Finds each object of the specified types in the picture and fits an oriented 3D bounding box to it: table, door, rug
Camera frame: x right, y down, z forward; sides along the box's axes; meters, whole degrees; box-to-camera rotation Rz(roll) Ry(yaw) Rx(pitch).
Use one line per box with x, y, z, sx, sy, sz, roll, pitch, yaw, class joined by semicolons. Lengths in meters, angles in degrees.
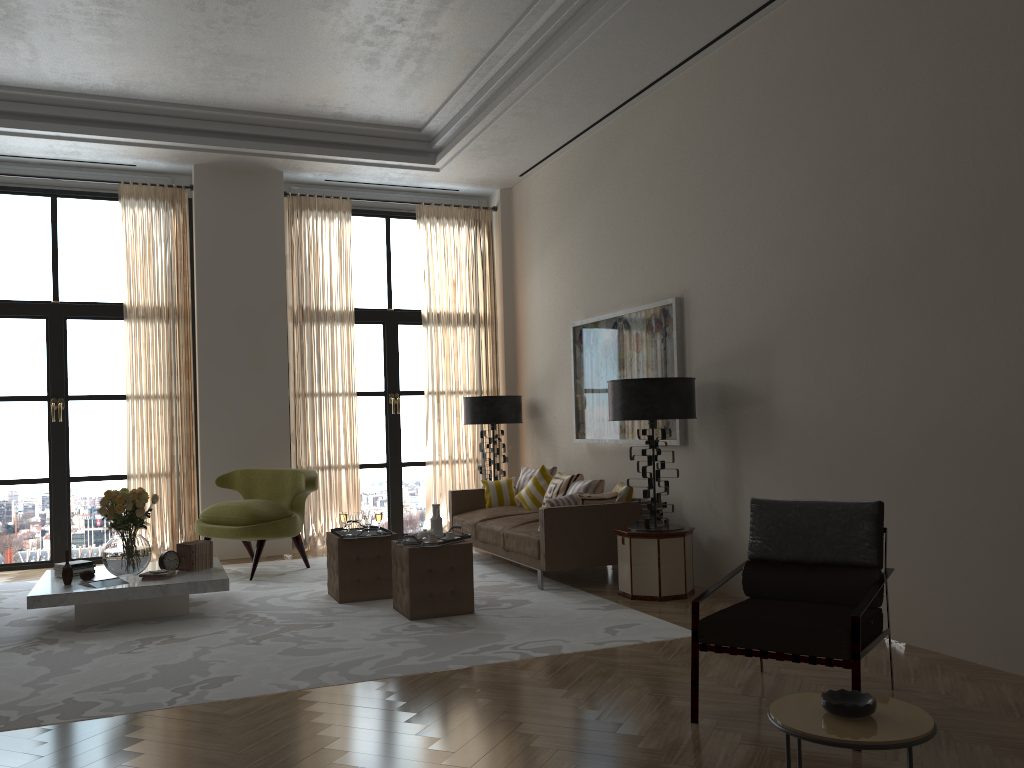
1.252;1.489;3.265;0.584;0.547;0.584;-2;-2;17;table
-3.513;1.938;8.237;1.583;0.343;1.502;-1;-3;-22;table
-5.692;-0.079;11.137;3.257;4.765;0.240;-1;-1;-22;door
-1.715;-0.119;12.757;3.085;4.765;0.240;-1;-1;-22;door
-2.187;2.042;8.333;5.517;0.065;5.736;-1;-3;-22;rug

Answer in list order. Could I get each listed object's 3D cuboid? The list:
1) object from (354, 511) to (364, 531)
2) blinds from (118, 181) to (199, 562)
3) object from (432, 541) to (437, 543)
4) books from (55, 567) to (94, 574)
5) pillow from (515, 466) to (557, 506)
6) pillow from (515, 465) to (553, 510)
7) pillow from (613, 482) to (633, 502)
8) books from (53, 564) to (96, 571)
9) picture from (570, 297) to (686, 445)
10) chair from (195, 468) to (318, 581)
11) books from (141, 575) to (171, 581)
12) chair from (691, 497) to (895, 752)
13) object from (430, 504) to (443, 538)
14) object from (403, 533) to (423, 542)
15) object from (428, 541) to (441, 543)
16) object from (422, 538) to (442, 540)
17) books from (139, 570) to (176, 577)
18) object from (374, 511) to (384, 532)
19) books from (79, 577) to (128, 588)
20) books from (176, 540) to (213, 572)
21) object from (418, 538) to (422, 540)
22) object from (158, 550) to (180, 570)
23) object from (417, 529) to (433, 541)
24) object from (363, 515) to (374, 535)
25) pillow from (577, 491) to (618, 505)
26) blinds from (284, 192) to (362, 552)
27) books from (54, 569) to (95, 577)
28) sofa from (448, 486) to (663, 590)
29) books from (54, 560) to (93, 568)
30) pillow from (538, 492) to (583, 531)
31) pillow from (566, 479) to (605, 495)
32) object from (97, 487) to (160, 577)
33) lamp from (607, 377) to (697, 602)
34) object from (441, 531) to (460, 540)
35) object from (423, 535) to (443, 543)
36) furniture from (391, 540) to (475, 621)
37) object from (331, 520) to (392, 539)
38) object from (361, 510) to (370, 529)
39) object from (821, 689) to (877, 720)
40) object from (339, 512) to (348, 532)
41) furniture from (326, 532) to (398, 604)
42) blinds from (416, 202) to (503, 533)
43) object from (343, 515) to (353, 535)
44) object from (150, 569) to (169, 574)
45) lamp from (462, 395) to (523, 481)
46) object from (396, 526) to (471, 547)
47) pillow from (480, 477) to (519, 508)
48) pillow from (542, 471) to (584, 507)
-1.516;1.363;8.790;0.098;0.191;0.098;-1;-1;-22;object
-4.526;-0.114;11.369;0.873;4.872;0.418;-1;-1;-19;blinds
-0.663;1.360;7.588;0.053;0.025;0.049;-1;-2;-20;object
-4.070;1.729;8.242;0.207;0.024;0.262;-3;-3;31;books
0.277;1.345;11.357;0.355;0.576;0.624;0;-2;-43;pillow
0.353;1.309;10.960;0.767;0.617;0.355;-2;-1;22;pillow
1.111;1.283;9.304;0.296;0.475;0.516;-2;-2;-1;pillow
-4.073;1.705;8.255;0.230;0.024;0.280;-3;-3;33;books
1.231;-0.070;9.889;0.080;1.480;2.269;-1;-2;-24;picture
-3.066;1.617;10.353;1.791;1.213;1.029;-3;-2;35;chair
-3.204;1.736;7.993;0.197;0.024;0.256;-1;-3;-5;books
1.625;1.257;5.036;0.877;1.135;1.134;-3;-2;33;chair
-0.688;1.244;8.048;0.113;0.305;0.125;-2;-1;15;object
-0.865;1.341;7.748;0.176;0.067;0.176;-4;-3;43;object
-0.680;1.364;7.619;0.187;0.015;0.041;0;-3;-36;object
-0.707;1.359;7.783;0.186;0.026;0.041;-1;-2;-14;object
-3.195;1.712;7.998;0.255;0.026;0.202;-2;-2;3;books
-1.308;1.353;8.714;0.098;0.191;0.098;-2;-1;4;object
-3.577;1.730;7.759;0.384;0.038;0.281;-4;-3;40;books
-3.020;1.632;8.438;0.210;0.264;0.282;-2;-2;28;books
-0.810;1.357;7.711;0.052;0.027;0.080;-3;-3;25;object
-3.189;1.655;8.256;0.082;0.209;0.204;-2;-2;29;object
-0.777;1.340;7.913;0.176;0.105;0.136;-1;-2;-26;object
-1.358;1.341;8.390;0.098;0.191;0.098;-1;-1;-22;object
0.836;1.314;9.096;0.464;0.412;0.304;-1;-2;-24;pillow
-2.584;-0.133;12.162;0.959;4.872;0.419;-1;-1;-20;blinds
-4.070;1.759;8.254;0.207;0.035;0.280;-3;-3;35;books
0.364;1.684;10.199;1.351;0.819;2.982;-1;-3;-22;sofa
-4.077;1.677;8.246;0.207;0.030;0.260;-3;-3;35;books
0.483;1.316;8.991;0.498;0.428;0.327;0;-2;-34;pillow
0.792;1.362;10.111;0.371;0.565;0.660;-1;-2;-27;pillow
-3.526;1.367;8.183;0.539;0.821;0.627;-1;-2;-27;object
1.343;0.968;8.366;0.829;2.017;0.830;-1;-1;-22;lamp
-0.550;1.353;7.905;0.176;0.067;0.176;-1;-3;-23;object
-0.685;1.345;7.686;0.176;0.067;0.176;-1;-2;-20;object
-0.707;1.704;7.845;0.613;0.616;0.614;-1;-2;-22;furniture
-1.475;1.414;8.650;0.491;0.092;0.803;-1;-3;-22;object
-1.471;1.367;8.926;0.098;0.191;0.098;-2;-1;25;object
1.242;1.185;3.272;0.193;0.064;0.193;-2;-2;0;object
-1.671;1.368;8.805;0.098;0.191;0.098;-1;-2;-39;object
-1.461;1.761;8.650;0.613;0.616;0.614;-1;-2;-22;furniture
-0.753;-0.152;12.906;1.242;4.872;0.419;-1;-1;-20;blinds
-1.563;1.350;8.475;0.098;0.191;0.098;-2;-1;4;object
-3.186;1.691;8.008;0.139;0.019;0.137;0;-3;-38;object
-0.244;1.184;12.287;0.829;2.017;0.830;-1;-1;-18;lamp
-0.689;1.347;7.859;0.441;0.101;0.721;-3;-3;31;object
-0.145;1.418;11.345;0.482;0.432;0.318;-1;-1;-12;pillow
0.591;1.319;10.442;0.403;0.547;0.618;-1;-2;-19;pillow
